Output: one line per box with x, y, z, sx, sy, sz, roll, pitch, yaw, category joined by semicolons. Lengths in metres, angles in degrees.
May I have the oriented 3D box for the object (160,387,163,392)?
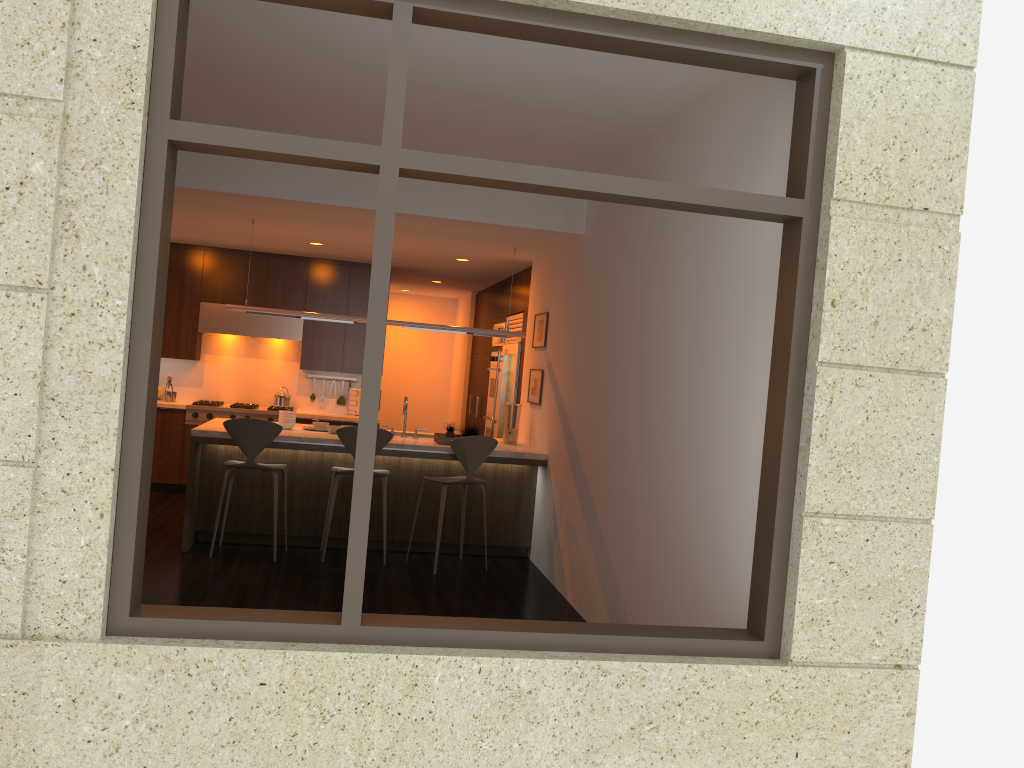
-3.770;0.057;9.502;0.063;0.053;0.051;6;1;35;object

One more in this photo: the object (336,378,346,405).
-1.904;0.087;9.952;0.112;0.303;0.036;5;1;-11;object

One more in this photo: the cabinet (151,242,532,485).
-1.940;-0.234;7.996;5.521;2.997;7.728;5;1;-11;cabinet

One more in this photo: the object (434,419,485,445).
-0.379;0.381;7.359;0.497;0.231;0.503;5;1;-10;object

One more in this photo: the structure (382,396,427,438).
-0.882;0.280;7.523;0.310;0.341;0.321;5;1;27;structure

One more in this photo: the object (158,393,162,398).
-3.751;0.118;9.434;0.052;0.054;0.061;5;1;-1;object

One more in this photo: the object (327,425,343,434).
-1.448;0.375;7.247;0.139;0.059;0.138;5;1;15;object

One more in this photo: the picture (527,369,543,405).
0.199;0.021;7.677;0.012;0.300;0.496;5;1;-11;picture

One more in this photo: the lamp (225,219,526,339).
-1.066;-0.863;7.379;2.465;0.765;0.120;5;1;-11;lamp

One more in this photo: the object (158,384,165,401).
-3.830;0.080;9.479;0.207;0.175;0.189;5;1;-13;object

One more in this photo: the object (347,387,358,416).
-1.730;0.194;9.756;0.160;0.304;0.168;5;1;33;object

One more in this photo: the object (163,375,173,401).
-3.621;0.043;9.327;0.088;0.288;0.101;5;1;19;object

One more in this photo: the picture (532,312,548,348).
0.241;-0.462;7.673;0.012;0.298;0.493;5;1;-11;picture

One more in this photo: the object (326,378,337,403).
-2.008;0.071;9.916;0.114;0.271;0.008;5;1;-11;object

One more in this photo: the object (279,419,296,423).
-1.841;0.317;7.254;0.140;0.068;0.139;5;1;-28;object

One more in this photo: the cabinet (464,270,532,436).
0.055;0.137;10.317;0.690;2.540;3.924;5;1;-11;cabinet

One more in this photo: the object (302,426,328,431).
-1.608;0.378;7.442;0.310;0.021;0.309;5;1;-11;object

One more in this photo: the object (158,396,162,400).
-3.768;0.144;9.472;0.063;0.053;0.051;5;1;30;object

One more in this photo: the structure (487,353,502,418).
0.071;0.308;10.086;0.687;1.294;0.743;5;1;-11;structure

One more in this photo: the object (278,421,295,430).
-1.843;0.341;7.254;0.140;0.059;0.139;5;1;-19;object

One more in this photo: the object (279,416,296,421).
-1.838;0.295;7.253;0.140;0.062;0.139;5;1;-11;object

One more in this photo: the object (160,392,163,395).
-3.769;0.108;9.500;0.051;0.055;0.061;5;1;2;object

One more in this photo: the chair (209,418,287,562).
-1.946;0.763;6.656;0.520;1.047;0.506;5;1;-6;chair

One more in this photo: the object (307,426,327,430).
-1.608;0.374;7.442;0.217;0.025;0.216;5;1;6;object

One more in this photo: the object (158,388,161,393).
-3.771;0.069;9.444;0.053;0.052;0.061;6;1;35;object

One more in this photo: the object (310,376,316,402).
-2.209;0.057;9.876;0.061;0.296;0.020;5;1;-12;object

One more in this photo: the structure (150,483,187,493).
-3.200;0.713;9.052;3.400;0.862;3.060;5;1;-11;structure

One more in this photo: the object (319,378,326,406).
-2.106;0.082;9.899;0.066;0.314;0.004;5;1;-11;object

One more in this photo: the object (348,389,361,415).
-1.723;0.197;9.751;0.144;0.286;0.149;5;1;-29;object

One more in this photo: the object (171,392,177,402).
-3.591;0.136;9.408;0.060;0.106;0.060;5;1;21;object

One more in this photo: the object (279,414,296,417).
-1.837;0.273;7.253;0.140;0.064;0.139;4;1;-36;object

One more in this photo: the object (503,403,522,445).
-0.004;0.349;7.748;0.159;0.349;0.159;4;1;-37;object

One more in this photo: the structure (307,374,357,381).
-2.011;-0.072;9.918;0.541;0.031;0.048;5;1;-7;structure

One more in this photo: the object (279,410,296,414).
-1.836;0.252;7.253;0.140;0.062;0.139;5;1;-2;object

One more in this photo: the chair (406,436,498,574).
-0.431;0.893;6.827;0.520;1.047;0.506;4;1;-36;chair

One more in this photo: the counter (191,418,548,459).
-1.162;0.447;7.435;2.711;0.038;1.280;5;1;-11;counter

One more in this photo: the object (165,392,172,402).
-3.615;0.135;9.324;0.060;0.106;0.060;5;1;21;object

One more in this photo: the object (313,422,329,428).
-1.606;0.353;7.441;0.139;0.059;0.138;5;1;15;object

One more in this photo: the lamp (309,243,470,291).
-8.723;-2.015;8.652;16.431;0.171;5.868;5;1;-11;lamp

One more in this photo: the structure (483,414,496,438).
-0.264;0.637;10.033;0.064;0.544;0.710;5;1;-11;structure

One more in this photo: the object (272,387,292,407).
-2.511;0.138;9.715;0.221;0.218;0.221;5;1;-26;object

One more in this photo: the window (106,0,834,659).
-0.082;-0.194;3.093;2.310;2.201;0.152;5;1;-9;window

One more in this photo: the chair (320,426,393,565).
-1.178;0.827;6.843;0.520;1.047;0.506;5;1;-11;chair

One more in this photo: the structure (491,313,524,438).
0.202;0.371;9.236;0.687;2.129;0.915;5;1;-11;structure

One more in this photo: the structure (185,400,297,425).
-2.864;0.237;9.510;1.067;0.422;0.824;5;1;-11;structure

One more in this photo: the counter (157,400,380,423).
-3.154;0.252;8.982;3.616;0.038;3.187;5;1;-11;counter

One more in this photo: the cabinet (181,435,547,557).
-1.201;0.902;7.441;2.713;0.876;1.281;5;1;-11;cabinet

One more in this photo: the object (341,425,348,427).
-1.363;0.381;7.395;0.139;0.059;0.138;5;1;15;object

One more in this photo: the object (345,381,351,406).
-1.826;0.109;9.951;0.063;0.281;0.063;4;1;-33;object
